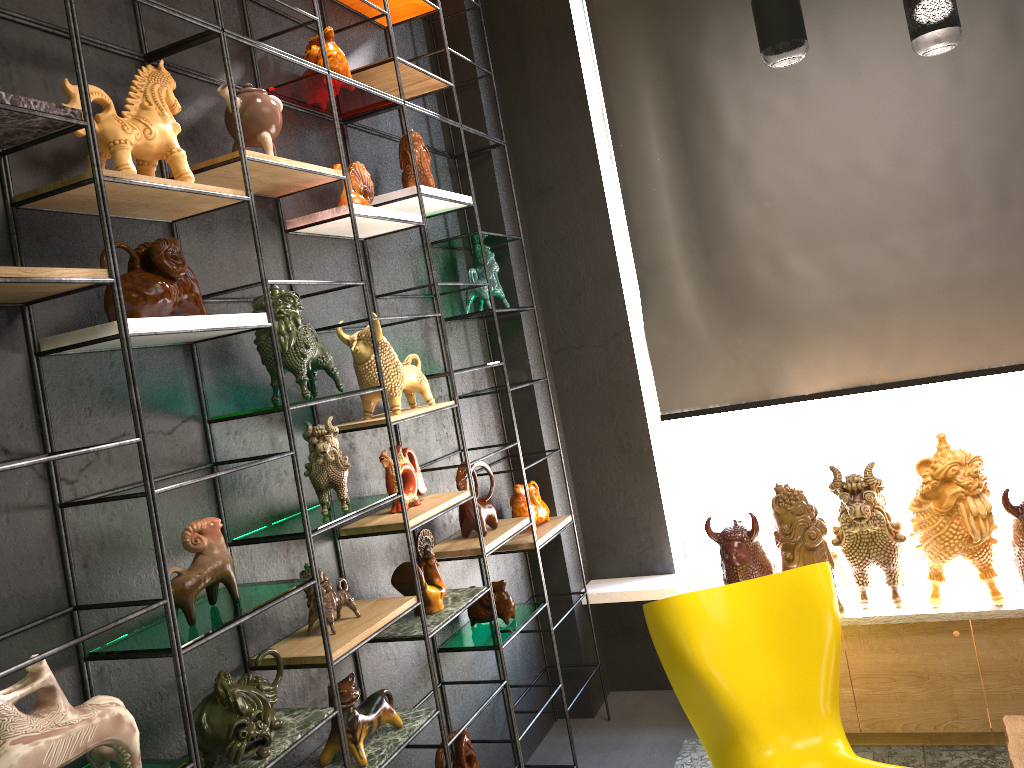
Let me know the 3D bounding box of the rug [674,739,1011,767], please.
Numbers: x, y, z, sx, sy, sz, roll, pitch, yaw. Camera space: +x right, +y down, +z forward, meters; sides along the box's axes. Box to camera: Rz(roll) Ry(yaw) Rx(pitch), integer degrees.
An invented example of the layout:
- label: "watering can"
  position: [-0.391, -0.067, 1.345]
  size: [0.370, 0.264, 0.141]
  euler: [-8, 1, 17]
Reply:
- label: "rug"
  position: [1.973, 1.356, 2.084]
  size: [3.580, 0.010, 2.199]
  euler: [-9, 2, 22]

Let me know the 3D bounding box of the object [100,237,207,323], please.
- label: "object"
  position: [-0.863, -0.247, 2.109]
  size: [0.138, 0.222, 0.279]
  euler: [-11, 0, 22]

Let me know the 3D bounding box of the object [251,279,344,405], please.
- label: "object"
  position: [-0.637, -0.127, 2.571]
  size: [0.166, 0.357, 0.256]
  euler: [-11, -1, 27]

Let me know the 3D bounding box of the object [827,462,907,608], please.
- label: "object"
  position: [1.400, 0.578, 3.517]
  size: [0.270, 0.580, 0.431]
  euler: [-11, -1, 15]

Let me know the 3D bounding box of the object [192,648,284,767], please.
- label: "object"
  position: [-0.658, 0.763, 2.096]
  size: [0.192, 0.221, 0.402]
  euler: [-10, 1, -8]

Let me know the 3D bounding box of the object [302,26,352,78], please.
- label: "object"
  position: [-0.672, -1.112, 3.121]
  size: [0.139, 0.222, 0.276]
  euler: [-10, 0, -37]

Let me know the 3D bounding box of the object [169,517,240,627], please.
- label: "object"
  position: [-0.739, 0.439, 2.083]
  size: [0.119, 0.221, 0.212]
  euler: [-10, 0, 6]

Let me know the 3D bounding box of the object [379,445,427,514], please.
- label: "object"
  position: [-0.372, 0.319, 3.055]
  size: [0.060, 0.223, 0.268]
  euler: [-11, 0, 23]

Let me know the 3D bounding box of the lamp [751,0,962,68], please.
- label: "lamp"
  position: [0.891, -1.551, 1.036]
  size: [2.688, 2.276, 2.829]
  euler: [-10, 1, -24]

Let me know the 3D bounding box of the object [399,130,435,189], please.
- label: "object"
  position: [-0.385, -0.865, 3.537]
  size: [0.126, 0.250, 0.253]
  euler: [-10, 0, -8]

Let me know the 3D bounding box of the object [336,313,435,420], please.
- label: "object"
  position: [-0.423, -0.066, 3.041]
  size: [0.174, 0.352, 0.371]
  euler: [-11, 0, 27]

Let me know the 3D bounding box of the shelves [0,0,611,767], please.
- label: "shelves"
  position: [-0.566, -0.199, 2.827]
  size: [0.273, 3.914, 3.003]
  euler: [-11, -1, 22]

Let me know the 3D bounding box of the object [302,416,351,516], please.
- label: "object"
  position: [-0.543, 0.237, 2.568]
  size: [0.132, 0.280, 0.207]
  euler: [-10, -1, -20]

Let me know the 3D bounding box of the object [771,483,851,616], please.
- label: "object"
  position: [1.216, 0.635, 3.625]
  size: [0.248, 0.546, 0.477]
  euler: [-11, -1, 30]

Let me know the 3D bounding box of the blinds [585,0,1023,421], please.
- label: "blinds"
  position: [-1.018, -0.450, 4.468]
  size: [12.630, 3.314, 3.544]
  euler: [-9, 1, 42]

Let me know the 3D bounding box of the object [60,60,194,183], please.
- label: "object"
  position: [-0.929, -0.639, 2.146]
  size: [0.169, 0.363, 0.377]
  euler: [-11, 0, 17]

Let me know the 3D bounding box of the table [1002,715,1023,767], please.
- label: "table"
  position: [1.776, 1.229, 2.386]
  size: [0.691, 0.309, 0.832]
  euler: [-10, 2, 22]

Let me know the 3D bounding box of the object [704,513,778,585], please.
- label: "object"
  position: [0.981, 0.716, 3.670]
  size: [0.218, 0.441, 0.465]
  euler: [-11, 0, 27]

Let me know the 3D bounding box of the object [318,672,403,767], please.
- label: "object"
  position: [-0.426, 0.924, 2.557]
  size: [0.155, 0.236, 0.310]
  euler: [-11, 0, 26]

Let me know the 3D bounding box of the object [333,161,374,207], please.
- label: "object"
  position: [-0.541, -0.684, 3.091]
  size: [0.106, 0.210, 0.235]
  euler: [-11, 0, 39]

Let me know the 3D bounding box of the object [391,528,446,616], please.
- label: "object"
  position: [-0.307, 0.641, 3.017]
  size: [0.123, 0.271, 0.228]
  euler: [-11, 0, 22]

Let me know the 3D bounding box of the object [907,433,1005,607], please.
- label: "object"
  position: [1.681, 0.496, 3.388]
  size: [0.306, 0.656, 0.471]
  euler: [-11, -1, 27]

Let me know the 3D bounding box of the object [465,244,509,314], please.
- label: "object"
  position: [-0.135, -0.485, 3.988]
  size: [0.151, 0.333, 0.290]
  euler: [-11, 0, 14]

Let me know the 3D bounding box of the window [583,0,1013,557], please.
- label: "window"
  position: [1.668, -0.830, 4.204]
  size: [2.298, 3.173, 0.051]
  euler: [-10, -2, 22]

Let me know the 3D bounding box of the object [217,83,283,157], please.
- label: "object"
  position: [-0.755, -0.754, 2.600]
  size: [0.164, 0.267, 0.237]
  euler: [-10, 0, -7]

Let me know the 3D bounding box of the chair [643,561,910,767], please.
- label: "chair"
  position: [0.869, 1.081, 2.753]
  size: [0.659, 0.898, 1.067]
  euler: [-10, 0, -8]

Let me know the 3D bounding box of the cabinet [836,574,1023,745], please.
- label: "cabinet"
  position: [2.206, 1.004, 3.242]
  size: [2.717, 0.531, 0.406]
  euler: [-9, 0, 22]

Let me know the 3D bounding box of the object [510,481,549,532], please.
- label: "object"
  position: [0.076, 0.542, 3.987]
  size: [0.138, 0.222, 0.279]
  euler: [-11, 0, 23]

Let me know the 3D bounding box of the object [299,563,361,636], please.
- label: "object"
  position: [-0.526, 0.602, 2.556]
  size: [0.095, 0.211, 0.184]
  euler: [-11, 0, 25]

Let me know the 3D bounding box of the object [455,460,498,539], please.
- label: "object"
  position: [-0.149, 0.449, 3.491]
  size: [0.114, 0.290, 0.250]
  euler: [-11, 0, 22]

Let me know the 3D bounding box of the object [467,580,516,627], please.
- label: "object"
  position: [-0.092, 0.862, 3.494]
  size: [0.209, 0.169, 0.105]
  euler: [-10, -1, 21]

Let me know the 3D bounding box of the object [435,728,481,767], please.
- label: "object"
  position: [-0.187, 1.318, 2.955]
  size: [0.125, 0.250, 0.254]
  euler: [-11, 0, 22]

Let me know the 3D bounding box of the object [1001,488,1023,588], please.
- label: "object"
  position: [1.958, 0.554, 3.275]
  size: [0.218, 0.441, 0.465]
  euler: [-11, 0, 27]

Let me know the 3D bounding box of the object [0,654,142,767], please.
- label: "object"
  position: [-0.872, 0.659, 1.662]
  size: [0.164, 0.304, 0.343]
  euler: [-11, 0, 27]
